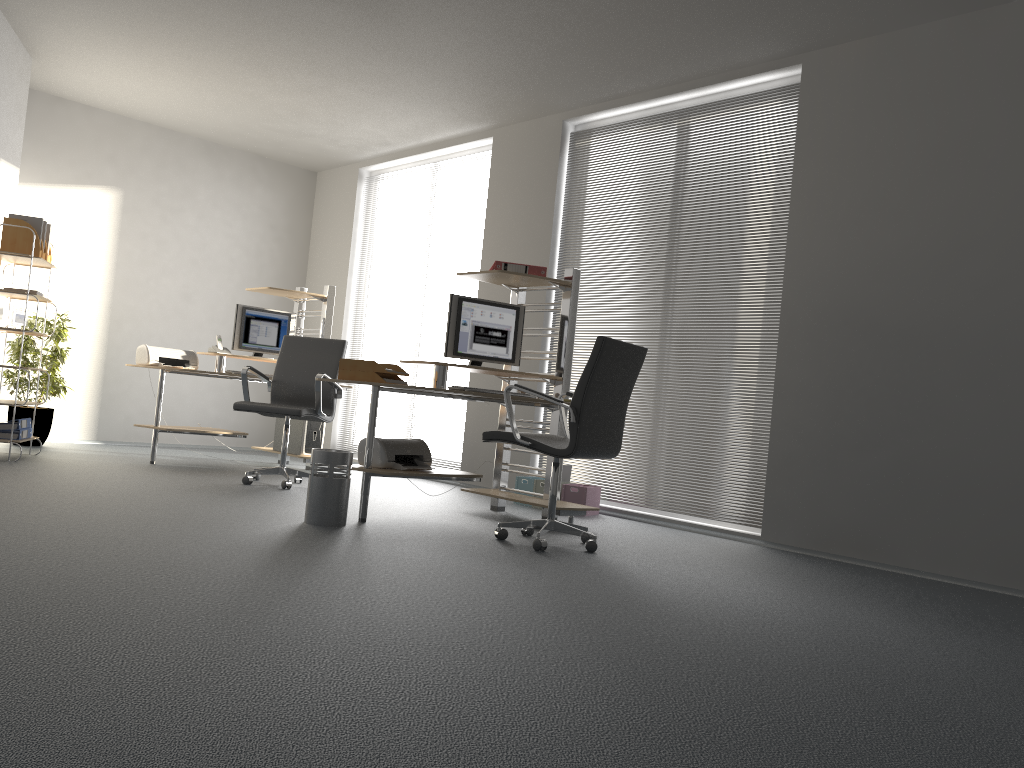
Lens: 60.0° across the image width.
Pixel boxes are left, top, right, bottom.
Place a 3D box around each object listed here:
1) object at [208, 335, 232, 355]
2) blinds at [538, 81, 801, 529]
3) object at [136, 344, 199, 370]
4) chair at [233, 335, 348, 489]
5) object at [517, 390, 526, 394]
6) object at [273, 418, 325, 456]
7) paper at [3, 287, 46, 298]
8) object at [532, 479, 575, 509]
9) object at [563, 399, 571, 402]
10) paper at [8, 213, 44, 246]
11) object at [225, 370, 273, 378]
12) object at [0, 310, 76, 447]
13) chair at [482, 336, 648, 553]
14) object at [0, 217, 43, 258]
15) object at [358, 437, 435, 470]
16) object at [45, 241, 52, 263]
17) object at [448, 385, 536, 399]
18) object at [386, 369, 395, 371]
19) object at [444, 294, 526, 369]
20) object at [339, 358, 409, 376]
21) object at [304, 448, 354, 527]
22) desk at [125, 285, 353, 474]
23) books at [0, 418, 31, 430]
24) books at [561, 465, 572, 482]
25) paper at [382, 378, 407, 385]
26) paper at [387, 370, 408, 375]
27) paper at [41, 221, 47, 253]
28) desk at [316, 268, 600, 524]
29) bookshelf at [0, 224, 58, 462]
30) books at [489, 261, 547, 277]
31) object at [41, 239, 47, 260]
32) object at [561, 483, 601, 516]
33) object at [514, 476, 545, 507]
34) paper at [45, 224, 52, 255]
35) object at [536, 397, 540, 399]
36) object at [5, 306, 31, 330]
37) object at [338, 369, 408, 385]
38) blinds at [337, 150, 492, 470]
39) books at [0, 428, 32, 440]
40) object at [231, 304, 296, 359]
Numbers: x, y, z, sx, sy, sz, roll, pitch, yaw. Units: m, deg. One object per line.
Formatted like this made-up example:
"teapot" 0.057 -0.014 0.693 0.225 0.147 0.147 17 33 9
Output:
"object" -2.353 -0.321 7.157 0.119 0.151 0.150 4 -2 32
"blinds" 0.996 -0.540 6.128 0.022 2.770 1.950 7 -2 -43
"object" -2.633 -0.202 6.892 0.351 0.162 0.438 4 -2 38
"chair" -1.531 0.171 6.103 0.584 1.048 0.652 5 -2 12
"object" 0.059 0.059 5.397 0.054 0.064 0.159 5 -2 14
"object" -1.749 0.363 7.324 0.199 0.422 0.471 7 -2 -43
"paper" -3.443 -0.637 6.272 0.213 0.046 0.297 6 -2 -16
"object" 0.297 0.786 6.235 0.245 0.202 0.185 7 -2 -43
"object" 0.309 0.098 5.263 0.132 0.026 0.132 7 -2 -43
"paper" -3.383 -1.017 6.145 0.213 0.297 0.045 6 -2 -18
"object" -2.150 -0.054 7.165 0.478 0.082 0.814 7 -2 -36
"object" -3.864 -0.060 7.247 0.544 1.147 0.644 6 -2 -15
"chair" 0.248 0.292 4.517 0.652 1.048 0.584 4 -2 33
"object" -3.377 -0.997 6.125 0.243 0.259 0.113 6 -2 -18
"object" -0.579 0.385 4.885 0.351 0.162 0.438 4 -2 31
"object" -3.443 -0.996 6.365 0.243 0.259 0.113 6 -2 -13
"object" -0.269 0.063 5.124 0.478 0.082 0.814 7 -2 -36
"object" -0.657 -0.075 4.791 0.008 0.009 0.159 5 -2 10
"object" -0.184 -0.300 5.423 0.516 0.418 0.245 6 -2 -21
"object" -0.749 -0.091 4.837 0.309 0.060 0.225 5 -2 26
"object" -0.922 0.522 4.464 0.208 0.377 0.208 6 -2 0
"desk" -2.140 -0.119 7.032 1.469 1.566 0.967 7 -2 -43
"books" -3.511 0.278 6.137 0.263 0.100 0.320 6 -2 -15
"books" 0.314 0.716 6.226 0.220 0.306 0.068 7 -2 -43
"paper" -0.754 -0.022 4.834 0.297 0.019 0.210 5 -2 26
"paper" -0.749 -0.074 4.836 0.297 0.010 0.210 5 -2 26
"paper" -3.419 -1.017 6.264 0.213 0.297 0.045 6 -2 -16
"desk" -0.220 0.003 5.005 1.469 1.566 0.967 7 -2 -43
"bookshelf" -3.465 -0.274 6.166 0.381 1.572 0.724 6 -2 -16
"books" 0.028 -0.691 5.494 0.320 0.072 0.262 6 -2 -11
"object" -3.414 -0.997 6.244 0.243 0.259 0.113 6 -2 -16
"object" 0.471 0.798 6.090 0.185 0.202 0.245 5 -2 29
"object" 0.170 0.778 6.369 0.245 0.202 0.185 7 -2 -43
"paper" -3.447 -1.015 6.385 0.213 0.297 0.045 6 -2 -13
"object" 0.162 0.080 5.393 0.022 0.042 0.134 6 -2 -1
"object" -3.424 -0.452 6.169 0.077 0.161 0.192 5 -2 2
"object" -0.754 -0.035 4.835 0.309 0.060 0.225 5 -2 26
"blinds" -0.930 -0.662 8.159 0.037 2.749 1.950 7 -2 -43
"books" -3.507 0.334 6.137 0.262 0.072 0.320 6 -2 -15
"object" -2.090 -0.421 7.432 0.516 0.418 0.245 7 -2 -29
